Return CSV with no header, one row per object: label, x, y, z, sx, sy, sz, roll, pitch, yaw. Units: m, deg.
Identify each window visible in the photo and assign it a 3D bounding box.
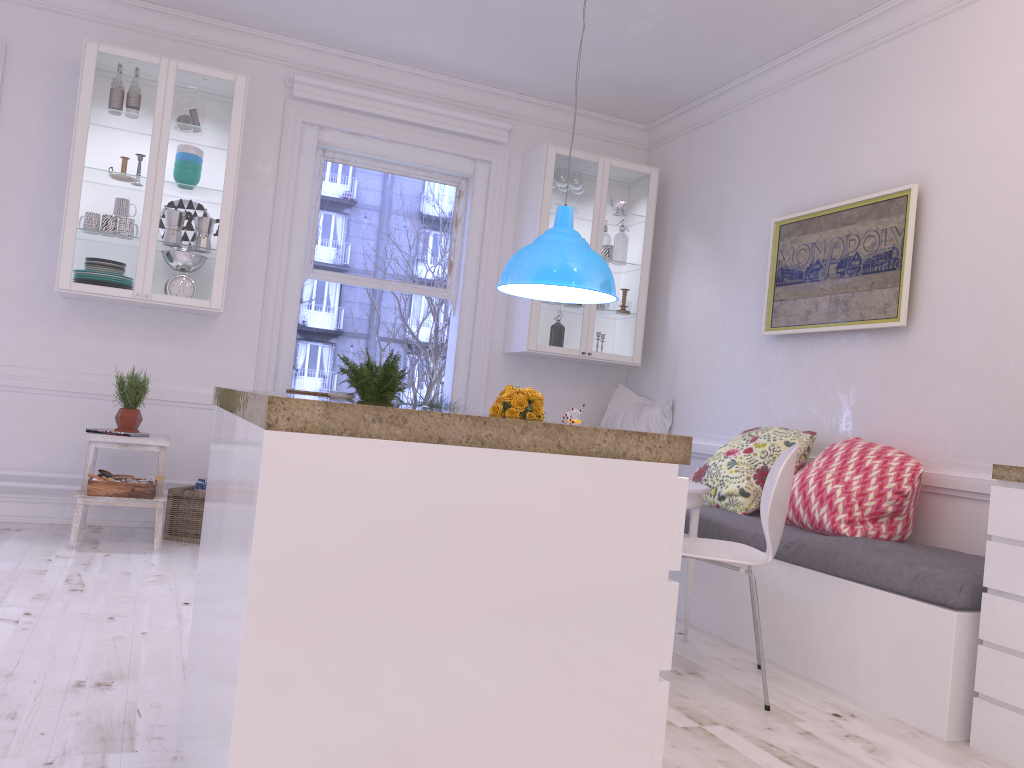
window,-0.836,-0.643,5.678,1.234,1.782,0.181,6,-2,-22

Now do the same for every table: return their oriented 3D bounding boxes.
table,0.212,0.679,3.682,1.140,0.629,1.140,6,-2,7

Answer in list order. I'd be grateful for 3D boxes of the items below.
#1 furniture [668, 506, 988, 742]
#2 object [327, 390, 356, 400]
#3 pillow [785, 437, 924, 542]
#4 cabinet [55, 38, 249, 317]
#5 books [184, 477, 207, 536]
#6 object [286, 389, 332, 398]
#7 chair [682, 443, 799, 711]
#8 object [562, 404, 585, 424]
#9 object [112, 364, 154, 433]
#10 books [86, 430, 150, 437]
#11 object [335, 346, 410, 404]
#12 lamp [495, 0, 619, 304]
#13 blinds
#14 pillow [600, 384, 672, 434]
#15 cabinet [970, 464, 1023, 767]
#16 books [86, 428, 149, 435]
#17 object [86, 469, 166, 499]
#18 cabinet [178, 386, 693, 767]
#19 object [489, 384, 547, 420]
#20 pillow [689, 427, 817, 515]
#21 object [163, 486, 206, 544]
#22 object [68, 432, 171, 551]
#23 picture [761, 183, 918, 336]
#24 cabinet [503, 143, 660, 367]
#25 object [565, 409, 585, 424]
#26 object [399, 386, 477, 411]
furniture,1.019,0.841,4.319,0.769,0.508,3.296,6,-2,-22
object,-0.971,0.066,5.065,0.164,0.047,0.163,5,-2,28
pillow,1.441,0.435,3.782,0.491,0.424,0.587,6,-2,-19
cabinet,-1.954,-1.087,4.861,0.823,1.311,0.425,6,-2,-22
books,-1.666,0.673,4.809,0.221,0.306,0.205,5,-2,12
object,-1.158,0.161,5.095,0.294,0.237,0.028,6,-2,-22
chair,0.710,0.603,3.093,0.483,0.845,0.604,5,-2,13
object,0.254,0.223,3.708,0.128,0.287,0.128,6,-2,-20
object,-1.964,0.064,4.600,0.196,0.367,0.186,5,-2,23
books,-2.036,0.254,4.583,0.246,0.011,0.180,5,-2,8
object,-0.784,0.049,5.004,0.438,0.527,0.368,6,-2,-22
lamp,0.303,-1.379,4.110,0.568,1.948,0.568,5,-2,12
blinds,-0.670,-1.706,5.534,1.451,0.131,0.136,6,-2,-22
pillow,0.769,0.320,5.791,0.677,0.642,0.374,4,-2,39
cabinet,1.895,0.697,2.289,0.654,0.842,1.036,6,-2,-22
books,-2.035,0.245,4.584,0.246,0.007,0.180,5,-2,8
object,-1.904,0.495,4.381,0.358,0.110,0.211,6,-2,-19
cabinet,-0.275,0.463,1.806,0.654,0.842,1.167,6,-2,-22
object,0.025,0.173,3.860,0.235,0.351,0.234,5,-2,33
pillow,1.189,0.425,4.418,0.509,0.447,0.592,6,-2,-17
object,-1.672,0.705,4.795,0.276,0.270,0.276,5,-2,11
object,-2.000,0.532,4.565,0.418,0.534,0.599,6,-2,-22
picture,1.559,-0.569,4.322,0.020,0.629,0.971,6,-2,-22
cabinet,0.463,-0.813,5.834,0.823,1.311,0.425,6,-2,-22
object,0.271,0.242,3.923,0.094,0.267,0.116,6,-2,5
object,-0.428,0.184,5.045,0.668,0.367,0.531,6,-2,3
